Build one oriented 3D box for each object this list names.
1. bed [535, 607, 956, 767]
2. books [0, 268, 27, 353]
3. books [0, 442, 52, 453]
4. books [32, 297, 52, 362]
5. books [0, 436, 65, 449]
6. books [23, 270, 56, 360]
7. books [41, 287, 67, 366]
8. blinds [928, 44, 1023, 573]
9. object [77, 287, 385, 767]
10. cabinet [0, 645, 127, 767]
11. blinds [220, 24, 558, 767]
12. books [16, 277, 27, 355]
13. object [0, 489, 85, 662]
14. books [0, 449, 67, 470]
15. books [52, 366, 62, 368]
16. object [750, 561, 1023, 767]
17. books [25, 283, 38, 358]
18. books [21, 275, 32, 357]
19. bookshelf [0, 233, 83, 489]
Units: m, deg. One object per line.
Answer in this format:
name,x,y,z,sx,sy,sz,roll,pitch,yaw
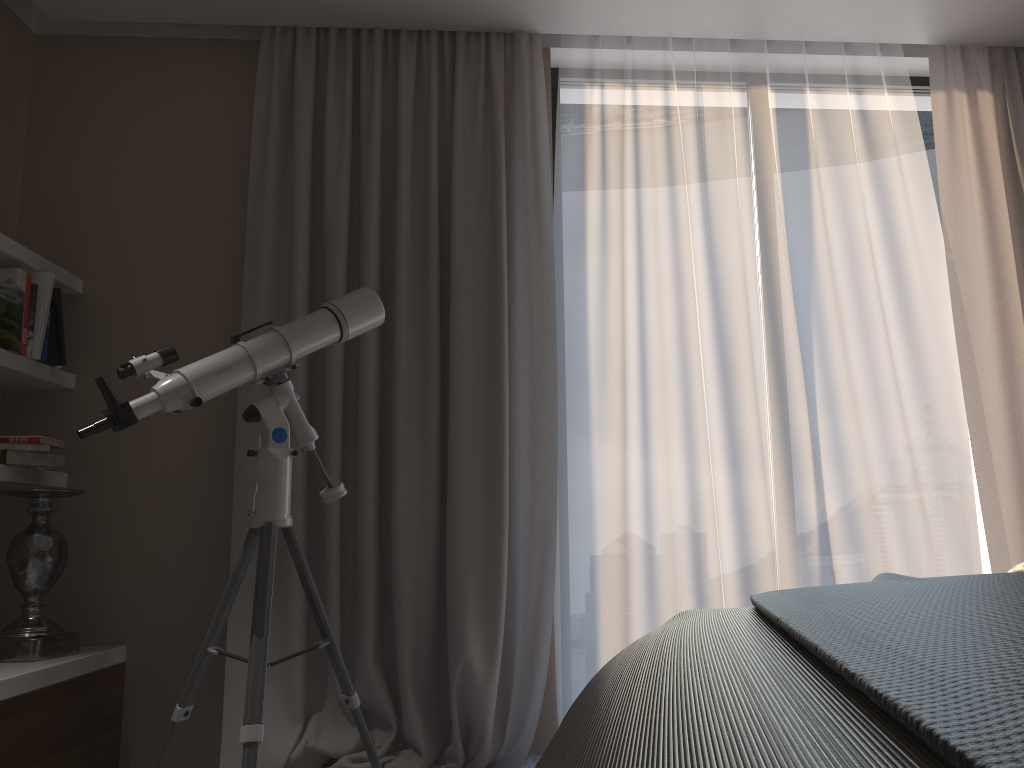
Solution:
bed,0.982,0.459,0.570,2.272,0.625,2.311,-3,-10,7
books,-1.547,-0.214,2.583,0.196,0.250,0.042,0,-10,-5
books,-1.524,0.201,2.658,0.185,0.023,0.236,7,-13,-41
books,-1.525,-0.197,2.716,0.186,0.260,0.025,0,-10,-5
books,-1.525,0.178,2.662,0.254,0.023,0.172,0,-10,-8
books,-1.528,-0.216,2.695,0.220,0.288,0.021,0,-10,-5
books,-1.502,-0.179,2.772,0.170,0.246,0.087,0,-10,-4
blinds,2.095,-0.158,3.100,1.011,2.644,0.336,0,-10,-5
object,-0.646,0.384,2.161,0.621,1.408,0.592,0,-10,-1
cabinet,-1.482,0.630,0.514,0.453,0.370,4.532,-1,-10,1
blinds,-0.379,-0.129,2.832,1.059,2.645,0.354,0,-10,-4
books,-1.546,-0.209,2.617,0.179,0.251,0.023,0,-10,-5
object,-1.396,0.554,2.586,0.218,0.482,0.220,-2,-10,7
books,-1.522,0.233,2.653,0.239,0.043,0.199,-5,-11,22
books,-1.537,-0.163,2.803,0.174,0.223,0.098,0,-10,-4
object,0.531,0.301,0.630,0.612,0.323,2.070,-3,-10,9
books,-1.539,-0.191,2.664,0.175,0.229,0.024,0,-10,-5
books,-1.545,-0.205,2.640,0.179,0.251,0.023,0,-10,-5
bookshelf,-1.599,-0.140,0.662,0.232,1.205,4.493,-1,-10,1
